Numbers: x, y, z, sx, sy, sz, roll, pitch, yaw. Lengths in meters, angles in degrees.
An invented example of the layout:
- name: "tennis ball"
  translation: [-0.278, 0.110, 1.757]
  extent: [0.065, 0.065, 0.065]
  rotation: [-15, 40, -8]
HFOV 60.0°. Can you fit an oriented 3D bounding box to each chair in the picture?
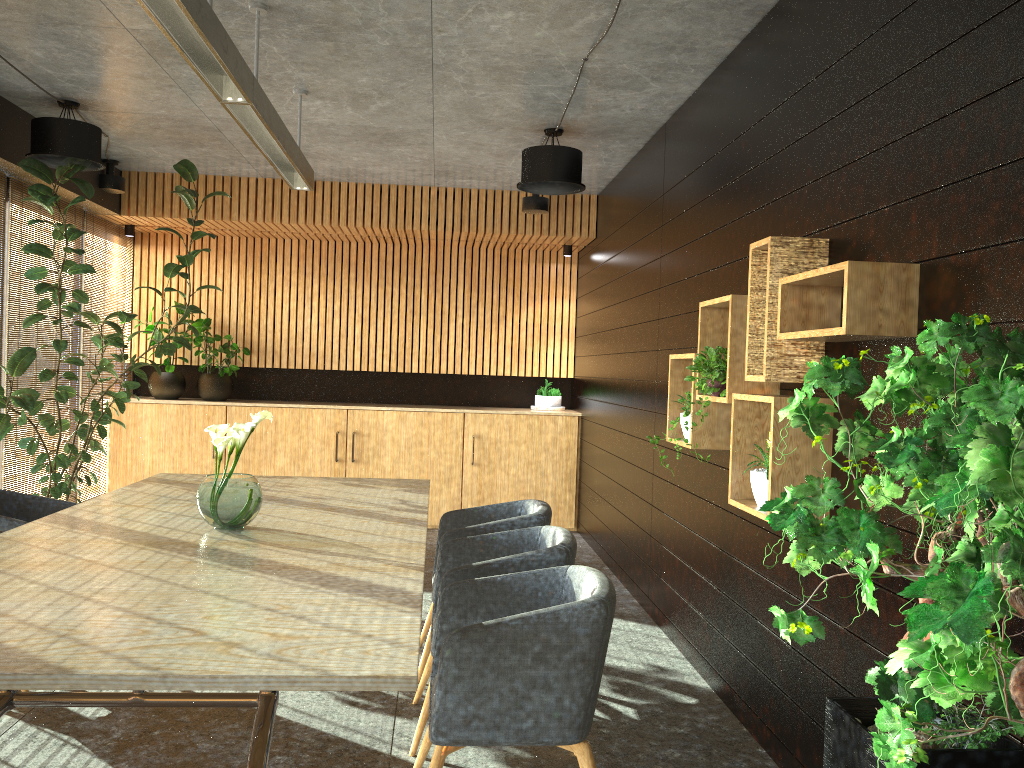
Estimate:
- name: "chair"
  translation: [-2.672, 1.077, 3.991]
  extent: [0.761, 0.944, 0.706]
  rotation: [2, 1, -5]
- name: "chair"
  translation: [-0.082, 1.162, 4.210]
  extent: [0.761, 0.944, 0.706]
  rotation: [2, 1, -5]
- name: "chair"
  translation: [-0.007, 1.178, 3.314]
  extent: [0.761, 0.944, 0.706]
  rotation: [2, 1, -5]
- name: "chair"
  translation: [-0.158, 1.146, 5.106]
  extent: [0.761, 0.944, 0.706]
  rotation: [2, 1, -5]
- name: "chair"
  translation: [-2.748, 1.060, 4.887]
  extent: [0.761, 0.944, 0.706]
  rotation: [2, 1, -5]

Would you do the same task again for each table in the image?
- name: "table"
  translation: [-1.320, 1.128, 4.105]
  extent: [1.816, 0.927, 3.932]
  rotation: [2, 1, -5]

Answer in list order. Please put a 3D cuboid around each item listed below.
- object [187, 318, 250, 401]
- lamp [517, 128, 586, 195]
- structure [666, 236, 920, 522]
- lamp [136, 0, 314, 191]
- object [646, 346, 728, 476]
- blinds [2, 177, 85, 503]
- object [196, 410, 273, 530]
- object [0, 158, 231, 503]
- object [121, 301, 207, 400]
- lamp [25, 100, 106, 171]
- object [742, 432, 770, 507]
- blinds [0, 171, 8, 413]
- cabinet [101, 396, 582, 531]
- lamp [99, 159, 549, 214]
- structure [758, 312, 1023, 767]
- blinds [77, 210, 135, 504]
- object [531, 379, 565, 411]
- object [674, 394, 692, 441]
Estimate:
- name: "object"
  translation: [-3.190, -0.262, 9.438]
  extent: [0.679, 0.880, 0.512]
  rotation: [2, 1, -1]
- name: "lamp"
  translation: [0.298, -1.670, 6.600]
  extent: [0.513, 0.497, 0.513]
  rotation: [2, 1, 24]
- name: "structure"
  translation: [1.101, -0.029, 3.957]
  extent: [0.242, 1.130, 2.172]
  rotation: [2, 1, -5]
- name: "lamp"
  translation: [-1.258, -1.599, 4.074]
  extent: [0.151, 0.618, 4.009]
  rotation: [2, 1, -5]
- name: "object"
  translation: [0.922, 0.132, 4.266]
  extent: [0.401, 0.633, 0.445]
  rotation: [2, 1, -24]
- name: "blinds"
  translation: [-3.997, -0.108, 7.601]
  extent: [0.039, 3.038, 1.422]
  rotation: [2, 1, -5]
- name: "object"
  translation: [-1.300, 0.393, 4.115]
  extent: [0.295, 0.546, 0.322]
  rotation: [2, 1, 5]
- name: "object"
  translation: [-3.508, -0.162, 7.103]
  extent: [1.958, 3.266, 1.875]
  rotation: [3, 1, 34]
- name: "object"
  translation: [-3.700, -0.366, 9.408]
  extent: [0.666, 1.054, 0.640]
  rotation: [3, 1, 37]
- name: "lamp"
  translation: [-3.165, -1.784, 6.306]
  extent: [0.513, 0.497, 0.513]
  rotation: [1, 1, -34]
- name: "object"
  translation: [1.075, 0.354, 3.712]
  extent: [0.226, 0.318, 0.241]
  rotation: [2, 1, -5]
- name: "blinds"
  translation: [-3.871, -0.081, 6.113]
  extent: [0.039, 3.038, 1.422]
  rotation: [2, 1, -5]
- name: "cabinet"
  translation: [-1.780, 0.858, 9.679]
  extent: [4.954, 1.272, 1.006]
  rotation: [2, 1, -5]
- name: "lamp"
  translation: [-1.727, -1.852, 8.289]
  extent: [4.179, 0.294, 0.257]
  rotation: [2, 1, -5]
- name: "structure"
  translation: [0.994, 0.718, 1.488]
  extent: [0.952, 1.987, 2.081]
  rotation: [2, 1, -3]
- name: "blinds"
  translation: [-4.120, -0.134, 9.064]
  extent: [0.039, 3.038, 1.422]
  rotation: [2, 1, -5]
- name: "object"
  translation: [0.407, 0.121, 9.921]
  extent: [0.384, 0.347, 0.384]
  rotation: [2, 1, 18]
- name: "object"
  translation: [0.987, 0.149, 4.772]
  extent: [0.241, 0.318, 0.226]
  rotation: [1, 1, -30]
